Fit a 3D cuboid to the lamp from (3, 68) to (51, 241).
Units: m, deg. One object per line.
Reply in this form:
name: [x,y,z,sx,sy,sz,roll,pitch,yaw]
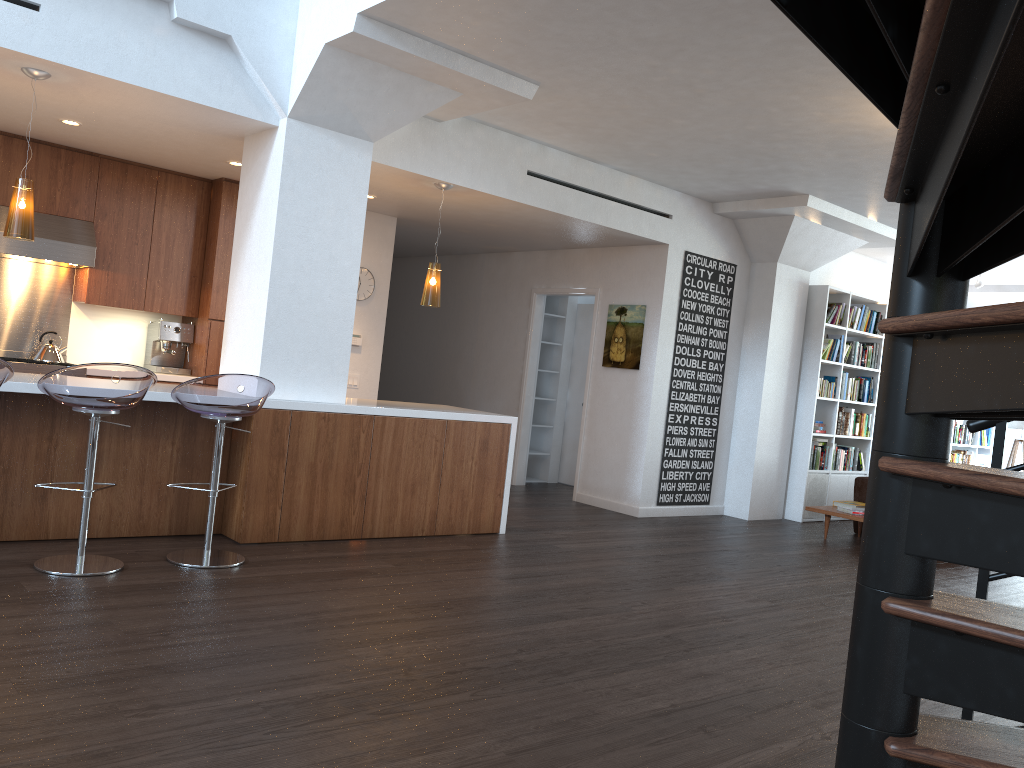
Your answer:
lamp: [-1.223,-1.532,4.802,2.842,1.807,0.149,6,1,-1]

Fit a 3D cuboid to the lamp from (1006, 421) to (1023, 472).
lamp: [6.683,0.995,11.689,0.545,1.579,0.545,7,1,38]

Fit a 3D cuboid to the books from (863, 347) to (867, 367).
books: [3.775,-0.297,9.652,0.032,0.223,0.161,6,1,-41]

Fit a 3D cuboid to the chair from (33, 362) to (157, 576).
chair: [-2.058,0.386,4.331,0.530,1.014,0.481,6,1,-43]

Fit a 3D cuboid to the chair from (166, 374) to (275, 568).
chair: [-1.581,0.434,4.740,0.530,1.014,0.481,6,1,-38]

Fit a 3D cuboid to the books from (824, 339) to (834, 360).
books: [3.218,-0.357,9.168,0.104,0.232,0.152,6,1,-41]

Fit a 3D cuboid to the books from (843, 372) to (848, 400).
books: [3.472,0.018,9.436,0.053,0.290,0.176,6,1,-41]

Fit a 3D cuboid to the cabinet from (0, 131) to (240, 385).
cabinet: [-3.982,-0.596,6.307,5.299,2.499,0.598,6,1,-41]

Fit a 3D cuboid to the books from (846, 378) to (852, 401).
books: [3.531,0.050,9.482,0.045,0.239,0.174,6,1,-41]

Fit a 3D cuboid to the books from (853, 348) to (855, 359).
books: [3.581,-0.321,9.521,0.045,0.231,0.168,6,1,-41]

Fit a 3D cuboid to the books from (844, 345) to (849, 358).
books: [3.452,-0.321,9.380,0.135,0.207,0.161,6,1,-40]

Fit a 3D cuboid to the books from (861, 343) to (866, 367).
books: [3.739,-0.316,9.639,0.042,0.253,0.183,6,1,-41]

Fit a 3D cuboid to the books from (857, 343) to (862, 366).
books: [3.686,-0.318,9.589,0.039,0.246,0.171,6,1,-41]

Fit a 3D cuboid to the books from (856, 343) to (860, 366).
books: [3.655,-0.323,9.565,0.039,0.251,0.160,6,1,-41]

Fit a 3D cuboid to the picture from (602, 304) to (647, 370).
picture: [1.055,-0.448,8.369,0.030,0.600,0.450,6,1,-41]

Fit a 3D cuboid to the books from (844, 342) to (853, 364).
books: [3.492,-0.332,9.423,0.142,0.236,0.174,6,1,-40]

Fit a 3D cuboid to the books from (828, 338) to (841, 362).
books: [3.305,-0.354,9.244,0.105,0.242,0.174,6,1,-41]

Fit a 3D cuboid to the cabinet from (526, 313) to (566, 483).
cabinet: [1.041,-0.331,10.650,2.630,2.991,0.527,6,1,-41]

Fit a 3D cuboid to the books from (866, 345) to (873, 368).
books: [3.880,-0.300,9.760,0.031,0.251,0.160,6,1,-41]

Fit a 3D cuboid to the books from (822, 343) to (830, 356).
books: [3.135,-0.341,9.097,0.170,0.182,0.161,6,1,-41]

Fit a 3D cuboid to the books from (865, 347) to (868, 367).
books: [3.793,-0.295,9.679,0.033,0.223,0.161,6,1,-41]

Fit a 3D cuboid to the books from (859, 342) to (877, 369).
books: [3.907,-0.314,9.793,0.049,0.284,0.198,6,1,-41]

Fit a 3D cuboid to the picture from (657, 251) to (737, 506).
picture: [1.780,-0.021,8.476,0.800,2.380,0.021,6,1,-40]

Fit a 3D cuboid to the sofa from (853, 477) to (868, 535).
sofa: [6.003,1.413,8.684,4.197,0.664,3.481,6,1,-41]

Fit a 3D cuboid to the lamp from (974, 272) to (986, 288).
lamp: [5.536,-1.235,10.486,0.120,0.211,0.111,7,1,24]

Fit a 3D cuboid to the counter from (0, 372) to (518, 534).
counter: [-2.671,0.406,3.584,3.039,0.860,8.182,7,1,20]

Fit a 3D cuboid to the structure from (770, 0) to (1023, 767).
structure: [0.671,-0.953,1.225,1.998,4.352,1.998,6,1,10]

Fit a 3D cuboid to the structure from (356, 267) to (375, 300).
structure: [-1.382,-0.910,8.054,0.300,0.300,0.040,6,1,-41]

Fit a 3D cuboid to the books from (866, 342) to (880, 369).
books: [3.958,-0.312,9.814,0.053,0.291,0.176,6,1,-41]

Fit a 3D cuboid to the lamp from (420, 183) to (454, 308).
lamp: [-0.554,-1.021,6.549,0.149,0.900,0.149,6,1,4]

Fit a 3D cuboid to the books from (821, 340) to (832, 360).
books: [3.193,-0.353,9.152,0.101,0.218,0.161,6,1,-41]

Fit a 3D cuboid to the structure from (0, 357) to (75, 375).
structure: [-3.714,0.275,6.590,0.811,0.919,0.662,6,1,-41]

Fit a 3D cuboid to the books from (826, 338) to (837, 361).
books: [3.271,-0.356,9.223,0.093,0.239,0.172,6,1,-41]

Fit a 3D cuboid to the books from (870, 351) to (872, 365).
books: [3.862,-0.288,9.733,0.032,0.223,0.161,6,1,-41]

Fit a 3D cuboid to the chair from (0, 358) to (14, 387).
chair: [-2.550,0.335,3.929,0.530,1.014,0.481,6,1,-43]

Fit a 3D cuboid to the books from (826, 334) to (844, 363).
books: [3.372,-0.371,9.287,0.053,0.290,0.176,6,1,-41]

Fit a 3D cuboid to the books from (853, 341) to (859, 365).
books: [3.623,-0.330,9.541,0.042,0.259,0.180,6,1,-41]

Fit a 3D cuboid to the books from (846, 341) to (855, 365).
books: [3.562,-0.334,9.481,0.042,0.253,0.183,6,1,-41]

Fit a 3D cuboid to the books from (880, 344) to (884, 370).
books: [4.040,-0.304,9.881,0.102,0.294,0.176,6,1,-41]

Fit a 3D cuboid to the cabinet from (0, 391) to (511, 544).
cabinet: [-2.036,0.480,5.335,4.493,0.796,0.898,6,1,-41]

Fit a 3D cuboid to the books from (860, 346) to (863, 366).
books: [3.711,-0.303,9.614,0.033,0.223,0.161,6,1,-41]

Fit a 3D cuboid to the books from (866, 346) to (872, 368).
books: [3.830,-0.300,9.705,0.054,0.240,0.174,6,1,-41]

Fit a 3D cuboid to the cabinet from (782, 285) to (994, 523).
cabinet: [4.611,0.356,10.592,4.500,2.414,0.461,6,1,-41]

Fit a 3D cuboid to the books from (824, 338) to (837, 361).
books: [3.244,-0.356,9.186,0.112,0.235,0.172,6,1,-41]

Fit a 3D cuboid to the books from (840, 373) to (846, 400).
books: [3.423,0.016,9.400,0.065,0.283,0.197,6,1,-41]

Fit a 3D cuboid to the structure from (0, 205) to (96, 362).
structure: [-3.646,-0.727,6.630,0.811,1.110,0.529,6,1,-41]

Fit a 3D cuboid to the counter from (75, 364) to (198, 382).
counter: [-4.373,-0.218,6.014,4.387,0.050,0.600,6,1,-41]

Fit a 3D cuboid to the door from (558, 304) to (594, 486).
door: [0.641,0.103,10.060,0.174,2.032,0.826,6,1,-41]

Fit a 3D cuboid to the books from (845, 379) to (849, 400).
books: [3.499,0.055,9.463,0.027,0.223,0.161,6,1,-41]
